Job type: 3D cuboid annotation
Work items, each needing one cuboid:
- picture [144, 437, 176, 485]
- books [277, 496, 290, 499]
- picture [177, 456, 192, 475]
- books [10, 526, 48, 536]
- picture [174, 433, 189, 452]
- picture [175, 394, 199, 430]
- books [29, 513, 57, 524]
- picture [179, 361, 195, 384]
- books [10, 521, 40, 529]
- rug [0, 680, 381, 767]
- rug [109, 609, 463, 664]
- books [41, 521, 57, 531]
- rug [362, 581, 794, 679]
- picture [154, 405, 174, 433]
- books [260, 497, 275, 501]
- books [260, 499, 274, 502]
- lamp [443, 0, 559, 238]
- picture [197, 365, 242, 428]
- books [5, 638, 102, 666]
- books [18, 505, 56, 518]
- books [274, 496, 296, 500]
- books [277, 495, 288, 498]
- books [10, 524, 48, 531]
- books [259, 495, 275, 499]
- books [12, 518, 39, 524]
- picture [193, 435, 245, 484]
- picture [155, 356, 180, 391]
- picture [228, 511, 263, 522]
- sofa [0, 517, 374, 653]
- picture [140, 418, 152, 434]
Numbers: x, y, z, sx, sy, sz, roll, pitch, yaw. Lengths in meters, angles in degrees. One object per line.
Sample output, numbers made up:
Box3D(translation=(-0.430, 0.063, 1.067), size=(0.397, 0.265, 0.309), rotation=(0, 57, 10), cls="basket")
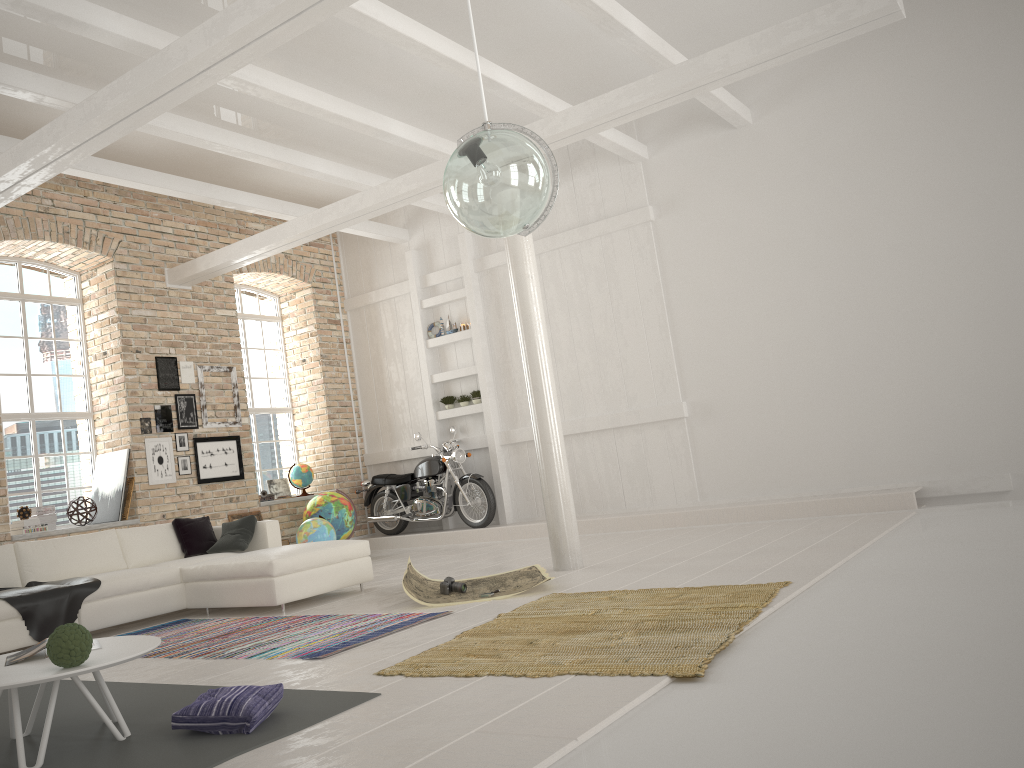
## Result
Box3D(translation=(-3.895, 0.851, 9.886), size=(0.014, 0.515, 0.342), rotation=(-13, -8, 33), cls="picture")
Box3D(translation=(-2.906, 1.442, 11.348), size=(0.139, 0.014, 0.101), rotation=(-9, -6, 16), cls="books")
Box3D(translation=(-3.722, 0.927, 10.133), size=(0.012, 0.213, 0.165), rotation=(-13, -8, 33), cls="picture")
Box3D(translation=(-4.719, 1.436, 8.711), size=(0.232, 0.049, 0.260), rotation=(-11, -6, 30), cls="books")
Box3D(translation=(-3.762, 0.663, 10.164), size=(0.012, 0.213, 0.165), rotation=(-13, -8, 33), cls="picture")
Box3D(translation=(-3.750, 0.319, 10.284), size=(0.011, 0.410, 0.273), rotation=(-13, -8, 33), cls="picture")
Box3D(translation=(-4.848, 1.387, 9.129), size=(0.336, 0.088, 0.224), rotation=(-11, -6, 29), cls="books")
Box3D(translation=(-3.788, -0.135, 10.400), size=(0.013, 0.259, 0.182), rotation=(-13, -8, 33), cls="picture")
Box3D(translation=(-4.755, 1.373, 8.704), size=(0.203, 0.041, 0.194), rotation=(-10, -6, 20), cls="books")
Box3D(translation=(-2.059, 1.510, 3.916), size=(2.884, 0.042, 1.348), rotation=(-11, -6, 33), cls="rug")
Box3D(translation=(-1.808, 1.668, 5.907), size=(2.847, 0.008, 1.319), rotation=(-11, -6, 33), cls="rug")
Box3D(translation=(-4.834, 1.468, 9.118), size=(0.338, 0.088, 0.222), rotation=(-12, -7, 39), cls="books")
Box3D(translation=(0.468, 1.230, 4.595), size=(1.625, 0.021, 2.072), rotation=(-10, -6, 27), cls="rug")
Box3D(translation=(-3.913, 0.391, 10.022), size=(0.015, 0.307, 0.215), rotation=(-13, -8, 33), cls="picture")
Box3D(translation=(-3.172, 1.465, 11.309), size=(0.216, 0.030, 0.238), rotation=(-11, -6, 33), cls="books")
Box3D(translation=(-3.165, 1.489, 11.304), size=(0.215, 0.025, 0.239), rotation=(-11, -6, 34), cls="books")
Box3D(translation=(-0.151, -1.453, 4.235), size=(0.468, 1.603, 0.534), rotation=(-3, -9, -41), cls="lamp")
Box3D(translation=(-3.512, 0.152, 10.705), size=(0.027, 0.751, 0.565), rotation=(-13, -8, 33), cls="picture")
Box3D(translation=(-1.933, 1.107, 3.754), size=(0.354, 0.048, 0.320), rotation=(-5, -6, -26), cls="books")
Box3D(translation=(-4.859, 1.302, 9.127), size=(0.237, 0.085, 0.293), rotation=(-9, -6, 14), cls="books")
Box3D(translation=(-2.894, 1.458, 11.350), size=(0.187, 0.022, 0.213), rotation=(-11, -6, 34), cls="books")
Box3D(translation=(-2.917, 1.431, 11.351), size=(0.104, 0.013, 0.130), rotation=(-8, -5, 8), cls="books")
Box3D(translation=(-4.723, 1.401, 8.717), size=(0.232, 0.024, 0.254), rotation=(-11, -6, 30), cls="books")
Box3D(translation=(-3.172, 1.440, 11.321), size=(0.215, 0.026, 0.242), rotation=(-11, -6, 29), cls="books")
Box3D(translation=(-4.756, 1.339, 8.713), size=(0.185, 0.030, 0.175), rotation=(-10, -6, 23), cls="books")
Box3D(translation=(-3.461, 0.888, 10.531), size=(0.033, 0.537, 0.668), rotation=(-13, -8, 33), cls="picture")
Box3D(translation=(-3.928, -0.117, 10.172), size=(0.020, 0.395, 0.277), rotation=(-13, -8, 33), cls="picture")
Box3D(translation=(-3.072, 1.895, 10.586), size=(0.236, 0.750, 0.473), rotation=(-13, -8, 33), cls="picture")
Box3D(translation=(-2.950, 1.534, 6.942), size=(2.310, 0.844, 3.068), rotation=(-11, -7, 34), cls="sofa")
Box3D(translation=(-4.032, 0.461, 9.819), size=(0.009, 0.179, 0.125), rotation=(-14, -8, 38), cls="picture")
